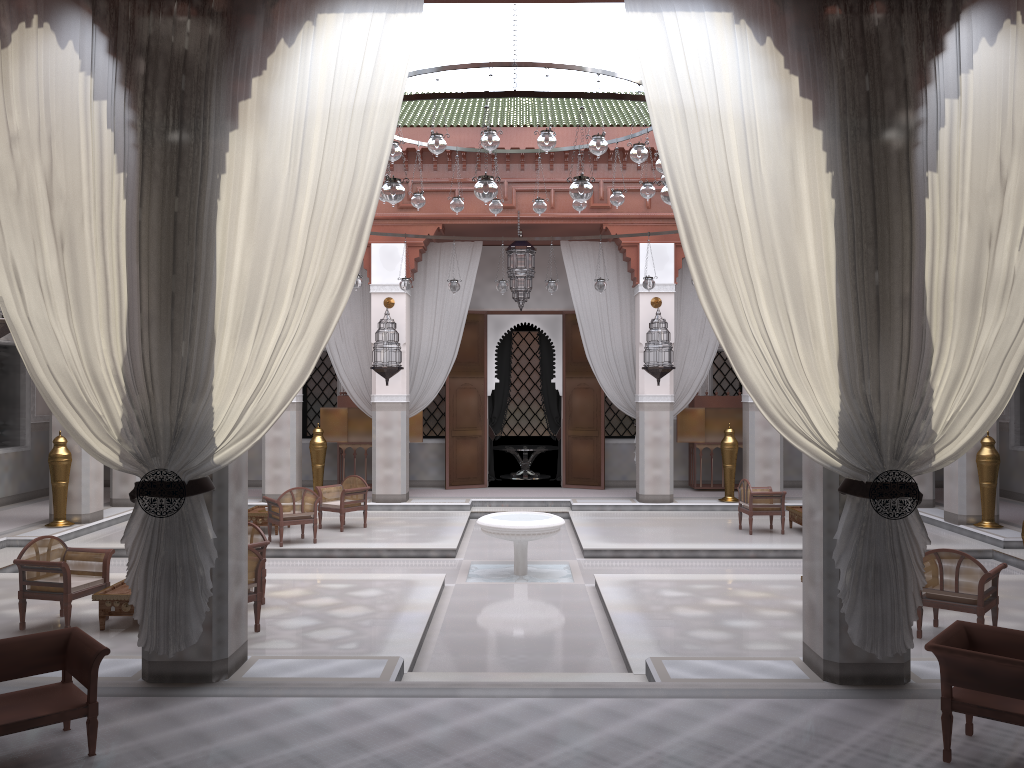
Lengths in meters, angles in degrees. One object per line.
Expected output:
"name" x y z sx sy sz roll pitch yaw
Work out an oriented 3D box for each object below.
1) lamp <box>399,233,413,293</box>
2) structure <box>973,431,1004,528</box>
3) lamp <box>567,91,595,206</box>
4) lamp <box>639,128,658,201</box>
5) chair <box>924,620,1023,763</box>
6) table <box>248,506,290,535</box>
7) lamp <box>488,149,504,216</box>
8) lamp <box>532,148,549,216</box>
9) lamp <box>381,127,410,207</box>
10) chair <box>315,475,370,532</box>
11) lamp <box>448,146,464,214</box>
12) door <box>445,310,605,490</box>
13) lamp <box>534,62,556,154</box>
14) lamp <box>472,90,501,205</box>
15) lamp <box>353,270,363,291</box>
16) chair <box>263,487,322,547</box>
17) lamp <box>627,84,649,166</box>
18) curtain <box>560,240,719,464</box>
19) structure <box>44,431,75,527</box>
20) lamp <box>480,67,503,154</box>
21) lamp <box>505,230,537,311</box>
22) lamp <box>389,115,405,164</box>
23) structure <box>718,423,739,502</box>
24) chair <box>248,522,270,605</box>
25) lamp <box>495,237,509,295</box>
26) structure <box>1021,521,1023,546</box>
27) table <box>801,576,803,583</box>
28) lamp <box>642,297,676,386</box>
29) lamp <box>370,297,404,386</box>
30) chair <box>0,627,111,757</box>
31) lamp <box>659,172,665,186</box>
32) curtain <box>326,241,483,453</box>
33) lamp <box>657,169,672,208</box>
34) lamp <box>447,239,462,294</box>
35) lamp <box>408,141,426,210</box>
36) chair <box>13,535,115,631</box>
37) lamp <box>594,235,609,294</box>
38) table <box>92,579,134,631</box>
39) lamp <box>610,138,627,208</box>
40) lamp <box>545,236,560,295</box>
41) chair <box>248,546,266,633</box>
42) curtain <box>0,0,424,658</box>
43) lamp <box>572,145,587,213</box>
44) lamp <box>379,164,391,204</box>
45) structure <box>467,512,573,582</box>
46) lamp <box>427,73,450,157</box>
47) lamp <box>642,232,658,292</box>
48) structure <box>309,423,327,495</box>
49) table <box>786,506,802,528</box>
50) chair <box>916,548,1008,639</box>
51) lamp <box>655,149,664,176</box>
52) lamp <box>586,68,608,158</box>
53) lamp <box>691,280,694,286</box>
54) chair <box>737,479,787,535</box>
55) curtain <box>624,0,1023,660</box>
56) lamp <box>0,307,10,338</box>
"lamp" -6.674 -7.543 55.495 0.902 3.714 0.908 0 0 35
"structure" 26.964 5.355 50.222 1.559 5.388 1.559 0 0 -39
"lamp" 2.182 -7.669 28.871 0.908 3.714 0.902 0 0 15
"lamp" 6.992 -11.178 45.252 0.908 3.714 0.902 0 0 15
"chair" 10.414 6.728 18.927 2.343 2.520 2.585 0 0 40
"table" -14.400 7.975 52.217 2.287 1.419 3.296 0 0 0
"lamp" -0.908 -11.159 49.261 0.902 3.714 0.908 0 0 40
"lamp" 1.552 -11.159 49.176 0.908 3.714 0.902 0 0 -30
"lamp" -3.991 -7.667 29.151 0.908 3.714 0.902 0 0 35
"chair" -10.169 7.121 53.301 2.630 3.129 2.083 0 0 36
"lamp" -3.046 -11.161 48.759 0.902 3.714 0.908 0 0 25
"door" 1.025 0.894 70.882 12.444 14.612 4.191 0 0 0
"lamp" 1.353 -11.221 36.035 0.908 3.714 0.902 0 0 0
"lamp" -0.922 -7.669 28.778 0.908 3.714 0.902 0 0 15
"lamp" -9.533 -7.549 54.142 0.902 3.714 0.908 0 0 15
"chair" -11.979 7.097 48.352 2.630 3.129 2.083 0 0 -33
"lamp" 5.423 -11.212 37.961 0.908 3.714 0.902 0 0 -25
"curtain" 9.973 -1.489 63.579 13.041 17.612 0.476 0 0 1
"structure" -25.819 5.357 50.656 1.559 5.388 1.559 0 0 -39
"lamp" -0.967 -11.222 36.010 0.908 3.714 0.902 0 0 25
"lamp" 0.628 -7.945 62.094 2.206 5.712 2.199 0 0 0
"lamp" -5.161 -11.213 37.726 0.902 3.714 0.908 0 0 -35
"structure" 15.143 5.410 61.749 1.559 5.388 1.559 0 0 6
"chair" -11.027 7.031 34.345 2.630 3.129 2.083 0 0 36
"lamp" -0.617 -7.537 56.665 0.902 3.714 0.908 0 0 35
"structure" 14.838 5.234 24.597 1.559 5.388 1.559 0 0 17
"table" 12.087 7.879 32.003 2.287 1.419 3.296 0 0 0
"lamp" 9.904 -2.967 59.966 2.160 6.176 2.167 0 0 0
"lamp" -8.462 -2.967 60.117 2.160 6.176 2.167 0 0 0
"chair" -10.442 6.966 19.248 2.585 2.520 2.343 0 0 -42
"lamp" 7.642 -11.190 42.623 0.908 3.714 0.902 0 0 40
"curtain" -8.618 -1.488 63.920 13.041 17.612 0.476 0 0 0
"lamp" 5.245 -7.666 29.358 0.908 3.714 0.902 0 0 15
"lamp" -3.676 -7.539 56.390 0.908 3.714 0.902 0 0 -45
"lamp" -5.087 -11.167 47.639 0.902 3.714 0.908 0 0 5
"chair" -15.909 7.018 31.576 2.083 3.129 2.630 0 0 15
"lamp" 5.620 -7.540 55.978 0.908 3.714 0.902 0 0 -25
"table" -13.341 7.880 32.217 2.287 1.419 3.296 0 0 0
"lamp" 5.636 -11.169 47.122 0.908 3.714 0.902 0 0 -5
"lamp" 2.541 -7.538 56.538 0.908 3.714 0.902 0 0 -35
"chair" -10.091 7.012 30.332 2.083 3.129 2.630 0 0 31
"curtain" -8.872 -1.697 23.205 13.034 17.645 1.294 0 0 1
"lamp" 3.712 -11.163 48.451 0.908 3.714 0.902 0 0 -25
"lamp" -6.693 -11.175 45.917 0.902 3.714 0.908 0 0 -20
"structure" 0.442 8.041 43.421 5.285 3.104 5.007 0 0 0
"lamp" -3.182 -11.219 36.567 0.908 3.714 0.902 0 0 35
"lamp" 8.512 -7.545 54.933 0.908 3.714 0.902 0 0 -15
"structure" -13.549 5.411 61.984 1.559 5.388 1.559 0 0 -28
"table" 17.661 7.974 51.954 2.287 1.419 3.296 0 0 0
"chair" 15.056 7.010 29.989 2.630 3.129 2.083 0 0 41
"lamp" 6.849 -11.204 39.786 0.908 3.714 0.902 0 0 -45
"lamp" 3.532 -11.218 36.698 0.908 3.714 0.902 0 0 -10
"lamp" 11.243 -7.553 53.416 0.908 3.714 0.902 0 0 0
"chair" 14.596 7.114 51.936 2.083 3.129 2.630 0 0 -4
"curtain" 9.509 -1.681 23.022 13.037 17.612 1.371 0 0 0
"lamp" -16.374 -3.478 27.397 2.160 5.521 2.215 0 0 0
